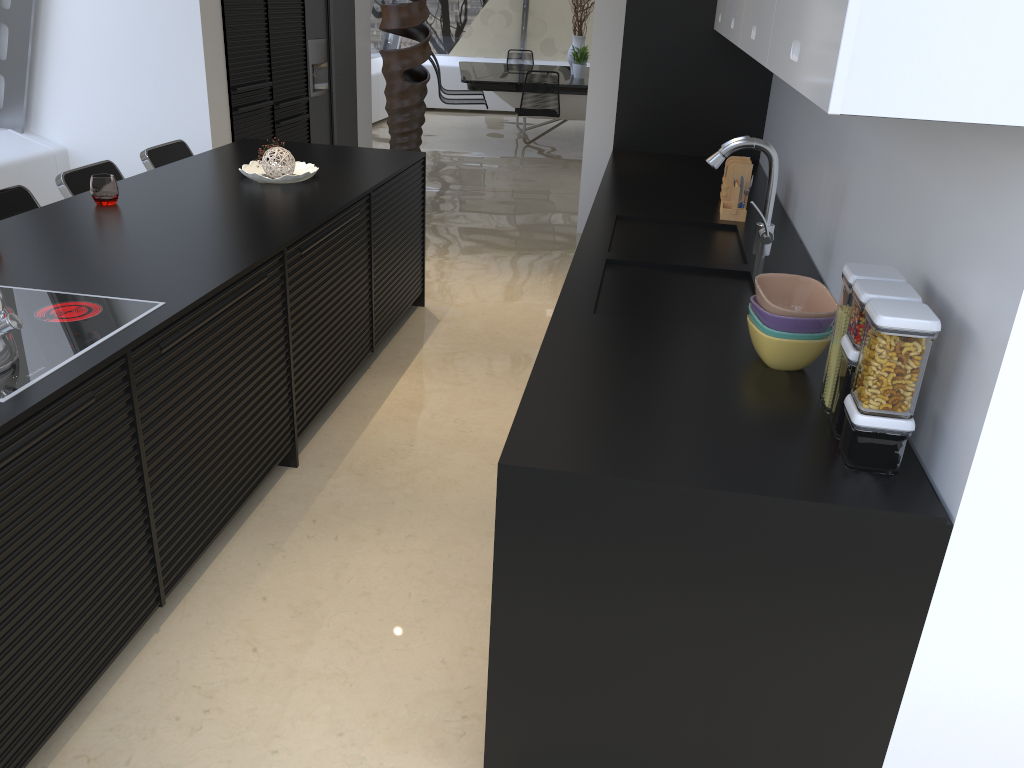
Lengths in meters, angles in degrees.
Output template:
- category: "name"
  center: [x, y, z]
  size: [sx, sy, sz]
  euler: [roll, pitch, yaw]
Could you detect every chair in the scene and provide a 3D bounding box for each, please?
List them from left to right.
- category: "chair"
  center: [-1.830, -0.323, 3.550]
  size: [0.460, 0.857, 0.418]
  euler: [7, 24, 8]
- category: "chair"
  center: [-1.723, -0.560, 4.093]
  size: [0.460, 0.857, 0.418]
  euler: [7, 24, 8]
- category: "chair"
  center: [-1.608, -0.817, 4.680]
  size: [0.460, 0.857, 0.418]
  euler: [7, 24, 8]
- category: "chair"
  center: [-0.671, -3.810, 10.926]
  size: [0.688, 0.519, 0.446]
  euler: [1, 24, -4]
- category: "chair"
  center: [-0.611, -3.431, 10.084]
  size: [0.688, 0.519, 0.446]
  euler: [1, 24, -4]
- category: "chair"
  center: [0.122, -4.108, 11.685]
  size: [0.446, 0.519, 0.688]
  euler: [1, 24, -4]
- category: "chair"
  center: [0.284, -3.076, 9.396]
  size: [0.446, 0.519, 0.688]
  euler: [1, 24, -4]

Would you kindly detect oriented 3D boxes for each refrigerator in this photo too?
- category: "refrigerator"
  center: [-1.509, -2.414, 7.037]
  size: [0.234, 1.742, 1.006]
  euler: [6, 24, 8]

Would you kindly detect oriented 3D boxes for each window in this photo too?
- category: "window"
  center: [4.003, -2.283, 6.143]
  size: [16.171, 3.674, 16.693]
  euler: [3, 24, 1]

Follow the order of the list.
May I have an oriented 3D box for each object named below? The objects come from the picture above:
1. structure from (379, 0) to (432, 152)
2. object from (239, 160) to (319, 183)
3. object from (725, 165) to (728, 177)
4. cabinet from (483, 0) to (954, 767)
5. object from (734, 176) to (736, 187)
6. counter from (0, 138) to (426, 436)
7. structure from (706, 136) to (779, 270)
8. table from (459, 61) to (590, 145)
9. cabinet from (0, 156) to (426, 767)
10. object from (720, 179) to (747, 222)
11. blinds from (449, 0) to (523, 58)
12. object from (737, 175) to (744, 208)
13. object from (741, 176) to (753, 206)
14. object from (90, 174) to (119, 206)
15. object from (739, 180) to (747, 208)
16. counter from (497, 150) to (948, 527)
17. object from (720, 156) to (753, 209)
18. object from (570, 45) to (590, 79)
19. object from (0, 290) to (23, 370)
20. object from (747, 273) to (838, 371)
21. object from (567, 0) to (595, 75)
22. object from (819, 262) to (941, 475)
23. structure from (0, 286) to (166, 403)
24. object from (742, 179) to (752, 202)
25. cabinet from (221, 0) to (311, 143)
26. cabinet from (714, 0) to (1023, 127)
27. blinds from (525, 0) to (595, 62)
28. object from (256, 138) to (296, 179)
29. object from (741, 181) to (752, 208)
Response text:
- category: "structure"
  center: [-1.012, -2.980, 8.414]
  size: [0.493, 1.843, 0.498]
  euler: [6, 24, 6]
- category: "object"
  center: [-1.023, -0.923, 3.905]
  size: [0.334, 0.078, 0.329]
  euler: [1, 24, -4]
- category: "object"
  center: [0.920, -0.840, 3.808]
  size: [0.040, 0.192, 0.042]
  euler: [-11, 28, -28]
- category: "cabinet"
  center: [0.812, -1.371, 3.698]
  size: [0.831, 2.901, 5.157]
  euler: [6, 24, 7]
- category: "object"
  center: [0.917, -0.772, 3.656]
  size: [0.040, 0.192, 0.042]
  euler: [-18, 32, -39]
- category: "counter"
  center: [-1.254, -0.517, 3.027]
  size: [1.006, 0.018, 3.800]
  euler: [6, 24, 7]
- category: "structure"
  center: [0.728, -0.523, 2.866]
  size: [0.248, 0.536, 0.115]
  euler: [6, 24, 6]
- category: "table"
  center: [0.878, -3.331, 10.713]
  size: [3.031, 0.759, 2.494]
  euler: [1, 24, -4]
- category: "cabinet"
  center: [-1.274, -0.127, 3.202]
  size: [1.007, 0.838, 3.800]
  euler: [6, 24, 7]
- category: "object"
  center: [0.907, -0.737, 3.619]
  size: [0.100, 0.170, 0.173]
  euler: [7, 24, 10]
- category: "blinds"
  center: [-0.810, -4.711, 12.840]
  size: [1.829, 2.118, 0.663]
  euler: [1, 24, -4]
- category: "object"
  center: [0.931, -0.759, 3.636]
  size: [0.019, 0.196, 0.022]
  euler: [2, 24, -3]
- category: "object"
  center: [0.965, -0.766, 3.649]
  size: [0.040, 0.192, 0.042]
  euler: [-19, 32, -40]
- category: "object"
  center: [-1.522, -0.724, 3.312]
  size: [0.095, 0.106, 0.095]
  euler: [6, 24, 6]
- category: "object"
  center: [0.947, -0.765, 3.652]
  size: [0.023, 0.196, 0.018]
  euler: [4, 24, 3]
- category: "counter"
  center: [0.668, -0.536, 3.304]
  size: [0.804, 0.025, 3.738]
  euler: [6, 24, 7]
- category: "object"
  center: [0.965, -0.857, 3.830]
  size: [0.104, 0.223, 0.200]
  euler: [7, 24, 8]
- category: "object"
  center: [0.772, -3.675, 10.090]
  size: [0.284, 0.369, 0.215]
  euler: [18, 28, 30]
- category: "object"
  center: [-1.210, -0.153, 1.913]
  size: [0.221, 0.230, 0.221]
  euler: [22, 30, 36]
- category: "object"
  center: [0.673, -0.142, 2.152]
  size: [0.185, 0.205, 0.205]
  euler: [1, 24, -4]
- category: "object"
  center: [0.902, -4.312, 10.078]
  size: [1.135, 1.549, 1.031]
  euler: [-2, 25, -12]
- category: "object"
  center: [0.724, -0.041, 1.788]
  size: [0.113, 0.315, 0.365]
  euler: [6, 24, 7]
- category: "structure"
  center: [-1.254, -0.103, 2.125]
  size: [0.562, 0.041, 0.640]
  euler: [6, 24, 7]
- category: "object"
  center: [0.959, -0.760, 3.666]
  size: [0.044, 0.178, 0.019]
  euler: [0, 24, -6]
- category: "cabinet"
  center: [-1.891, -2.523, 6.403]
  size: [0.831, 2.558, 2.252]
  euler: [7, 24, 9]
- category: "cabinet"
  center: [0.953, -1.360, 2.891]
  size: [0.343, 0.515, 3.741]
  euler: [6, 24, 7]
- category: "blinds"
  center: [0.941, -5.098, 12.611]
  size: [1.430, 1.027, 0.329]
  euler: [1, 24, -4]
- category: "object"
  center: [-1.023, -0.984, 3.890]
  size: [0.190, 0.191, 0.165]
  euler: [20, 29, 33]
- category: "object"
  center: [0.949, -0.746, 3.632]
  size: [0.019, 0.178, 0.044]
  euler: [-8, 26, -24]
